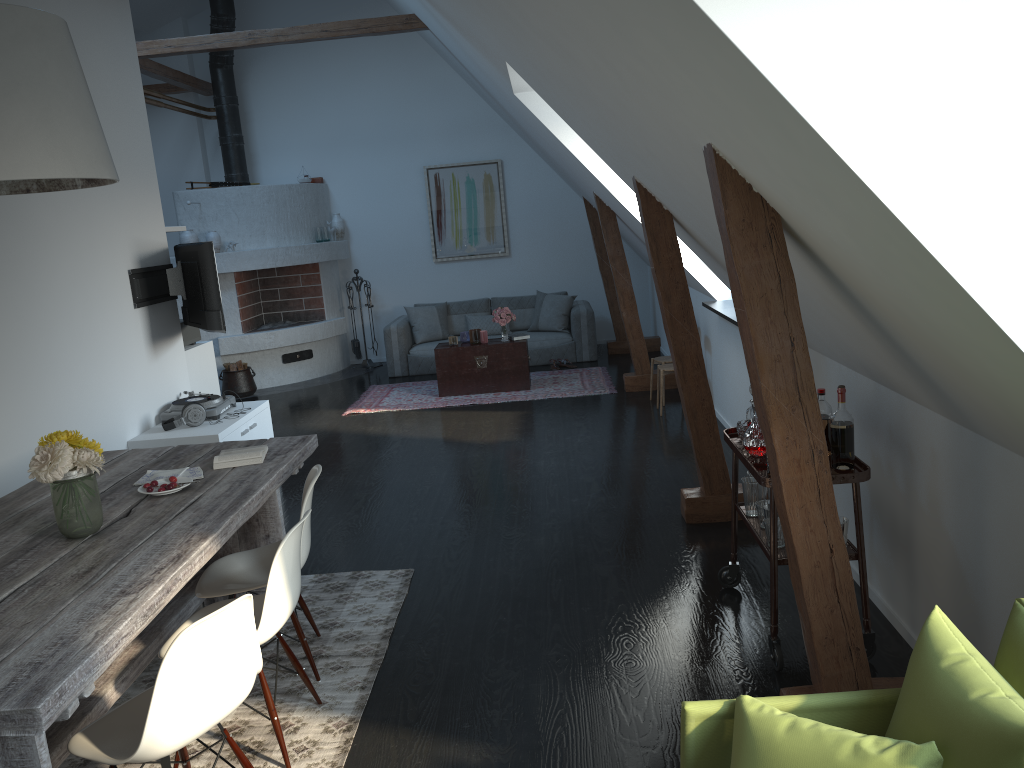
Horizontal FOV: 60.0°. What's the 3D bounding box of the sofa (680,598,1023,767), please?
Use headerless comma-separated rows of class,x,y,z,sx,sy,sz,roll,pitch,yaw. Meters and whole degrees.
sofa,0.796,1.071,1.039,0.898,0.825,2.093,-5,11,2

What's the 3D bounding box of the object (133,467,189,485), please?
object,-1.453,0.380,3.677,0.182,0.016,0.179,-6,11,-2

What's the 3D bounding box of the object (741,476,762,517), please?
object,1.008,0.472,3.715,0.087,0.155,0.087,-10,12,-24

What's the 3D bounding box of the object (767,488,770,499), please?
object,1.112,0.462,3.722,0.087,0.155,0.087,-10,12,-24

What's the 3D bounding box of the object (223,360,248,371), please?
object,-3.096,-0.093,9.932,0.240,0.370,0.270,-5,11,2

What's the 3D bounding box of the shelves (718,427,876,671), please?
shelves,1.126,0.610,3.544,0.438,0.732,0.803,-5,11,-1

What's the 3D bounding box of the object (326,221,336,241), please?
object,-2.222,-1.890,10.931,0.081,0.258,0.150,3,13,36

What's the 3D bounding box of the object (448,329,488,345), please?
object,-0.428,-0.482,8.987,0.413,0.138,0.215,-2,11,14

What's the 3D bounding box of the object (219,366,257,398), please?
object,-3.076,-0.017,9.965,0.384,0.313,0.384,1,12,29

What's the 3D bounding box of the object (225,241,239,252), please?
object,-3.138,-1.546,9.933,0.161,0.114,0.064,-4,11,5

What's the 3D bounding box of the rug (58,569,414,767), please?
rug,-1.481,1.266,3.246,1.898,0.022,2.677,-5,11,3

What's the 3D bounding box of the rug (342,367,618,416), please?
rug,-0.295,0.051,9.070,2.647,0.029,1.512,-5,11,3

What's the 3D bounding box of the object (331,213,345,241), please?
object,-2.177,-1.950,11.102,0.165,0.368,0.165,-10,12,-24

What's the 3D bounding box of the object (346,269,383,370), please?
object,-1.880,-0.820,11.120,0.376,1.245,0.376,-8,11,-17

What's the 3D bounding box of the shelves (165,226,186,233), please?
shelves,-3.391,-1.126,6.845,1.604,0.038,0.478,-5,11,3

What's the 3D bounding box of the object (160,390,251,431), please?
object,-2.174,0.162,6.263,0.558,0.162,0.742,-5,11,0

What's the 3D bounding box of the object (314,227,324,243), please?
object,-2.317,-1.790,10.648,0.092,0.180,0.092,1,12,30

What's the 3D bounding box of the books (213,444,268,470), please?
books,-1.181,0.308,3.867,0.202,0.042,0.251,-7,11,-9

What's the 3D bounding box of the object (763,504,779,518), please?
object,1.031,0.536,3.464,0.095,0.119,0.095,-13,13,-34

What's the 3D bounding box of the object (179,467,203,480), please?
object,-1.371,0.377,3.658,0.182,0.014,0.185,-10,12,-23

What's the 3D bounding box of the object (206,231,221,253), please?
object,-3.318,-1.564,9.870,0.158,0.274,0.158,4,14,41

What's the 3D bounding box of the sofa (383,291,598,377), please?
sofa,-0.242,-0.641,10.661,2.458,0.770,1.107,-5,11,3

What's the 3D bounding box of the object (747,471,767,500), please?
object,1.054,0.452,3.801,0.087,0.155,0.087,-10,12,-24

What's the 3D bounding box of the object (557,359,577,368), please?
object,0.626,-0.237,9.938,0.101,0.090,0.277,-14,14,-40

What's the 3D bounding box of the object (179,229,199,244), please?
object,-3.579,-1.556,9.846,0.203,0.314,0.203,-8,11,-13

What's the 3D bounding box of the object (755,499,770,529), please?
object,1.030,0.526,3.572,0.092,0.099,0.092,-9,11,-19

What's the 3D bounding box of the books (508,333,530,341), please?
books,0.059,-0.482,9.024,0.179,0.034,0.243,-9,11,-19

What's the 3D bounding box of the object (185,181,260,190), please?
object,-3.275,-2.271,10.057,0.783,0.094,0.311,-7,11,-11

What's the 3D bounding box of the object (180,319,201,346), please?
object,-2.764,-0.377,7.004,0.435,0.211,0.496,-5,11,2

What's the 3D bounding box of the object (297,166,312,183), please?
object,-2.531,-2.545,10.786,0.066,0.221,0.231,2,13,33

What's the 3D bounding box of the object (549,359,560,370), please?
object,0.468,-0.218,9.913,0.101,0.090,0.277,-7,11,-9

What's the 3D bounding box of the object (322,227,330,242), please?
object,-2.266,-1.823,10.798,0.092,0.180,0.092,0,12,25
